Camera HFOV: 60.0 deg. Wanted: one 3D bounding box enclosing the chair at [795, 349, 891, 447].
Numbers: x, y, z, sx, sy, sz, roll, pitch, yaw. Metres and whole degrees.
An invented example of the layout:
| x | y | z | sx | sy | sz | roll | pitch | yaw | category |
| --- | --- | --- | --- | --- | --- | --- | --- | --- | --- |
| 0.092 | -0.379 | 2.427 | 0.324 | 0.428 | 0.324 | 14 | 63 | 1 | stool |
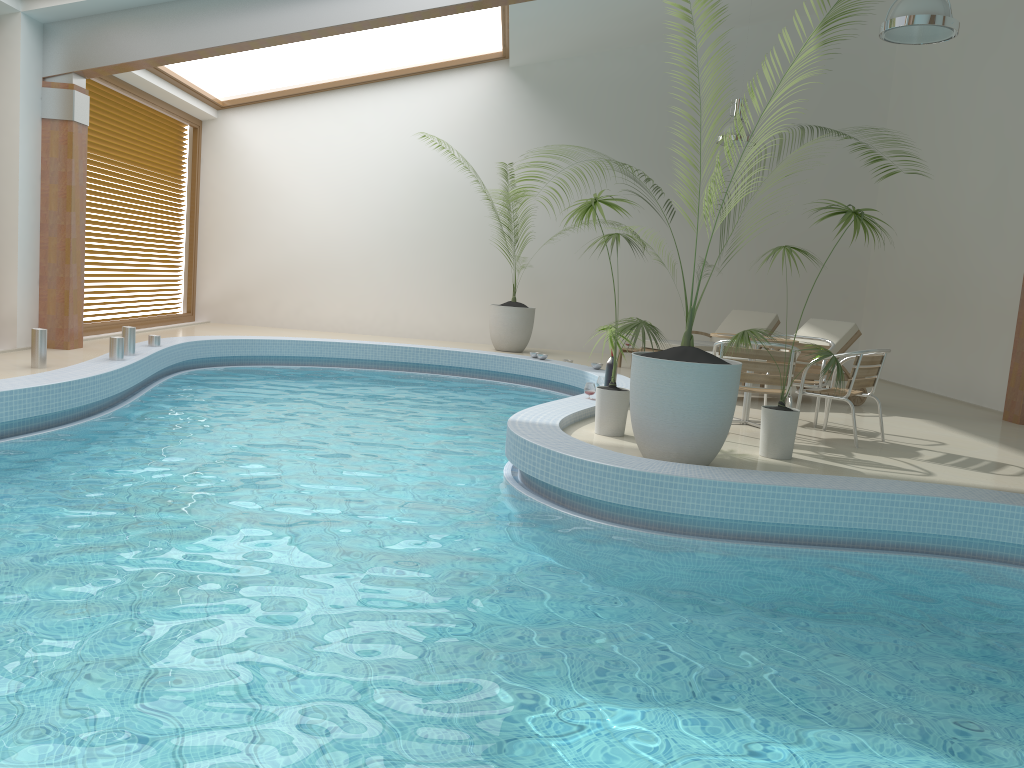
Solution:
| x | y | z | sx | sy | sz | roll | pitch | yaw | category |
| --- | --- | --- | --- | --- | --- | --- | --- | --- | --- |
| 2.566 | 0.059 | 6.896 | 0.563 | 0.727 | 0.618 | 11 | 9 | 41 | chair |

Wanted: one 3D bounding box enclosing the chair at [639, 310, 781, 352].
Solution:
| x | y | z | sx | sy | sz | roll | pitch | yaw | category |
| --- | --- | --- | --- | --- | --- | --- | --- | --- | --- |
| 2.526 | -0.508 | 11.084 | 1.903 | 0.866 | 0.861 | -1 | 9 | -38 | chair |

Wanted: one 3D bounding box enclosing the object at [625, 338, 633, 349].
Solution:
| x | y | z | sx | sy | sz | roll | pitch | yaw | category |
| --- | --- | --- | --- | --- | --- | --- | --- | --- | --- |
| 1.519 | -0.533 | 11.552 | 0.102 | 0.137 | 0.102 | 6 | 7 | 14 | object |

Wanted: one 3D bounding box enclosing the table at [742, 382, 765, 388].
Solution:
| x | y | z | sx | sy | sz | roll | pitch | yaw | category |
| --- | --- | --- | --- | --- | --- | --- | --- | --- | --- |
| 2.651 | -0.064 | 10.038 | 0.283 | 0.255 | 0.320 | 2 | 7 | -22 | table |

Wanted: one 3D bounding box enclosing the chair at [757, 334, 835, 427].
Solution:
| x | y | z | sx | sy | sz | roll | pitch | yaw | category |
| --- | --- | --- | --- | --- | --- | --- | --- | --- | --- |
| 2.444 | -0.053 | 7.755 | 0.618 | 0.727 | 0.563 | 9 | 8 | 32 | chair |

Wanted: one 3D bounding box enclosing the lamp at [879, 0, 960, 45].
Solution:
| x | y | z | sx | sy | sz | roll | pitch | yaw | category |
| --- | --- | --- | --- | --- | --- | --- | --- | --- | --- |
| 2.870 | -3.369 | 5.984 | 0.506 | 1.958 | 0.505 | 4 | 7 | -1 | lamp |

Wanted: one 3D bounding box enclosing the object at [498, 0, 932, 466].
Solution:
| x | y | z | sx | sy | sz | roll | pitch | yaw | category |
| --- | --- | --- | --- | --- | --- | --- | --- | --- | --- |
| 1.097 | -1.014 | 5.469 | 2.979 | 2.960 | 2.729 | 7 | 7 | 17 | object |

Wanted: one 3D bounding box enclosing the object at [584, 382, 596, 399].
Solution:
| x | y | z | sx | sy | sz | roll | pitch | yaw | category |
| --- | --- | --- | --- | --- | --- | --- | --- | --- | --- |
| 0.660 | 0.057 | 7.515 | 0.102 | 0.137 | 0.102 | 6 | 7 | 8 | object |

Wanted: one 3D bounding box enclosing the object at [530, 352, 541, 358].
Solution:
| x | y | z | sx | sy | sz | roll | pitch | yaw | category |
| --- | --- | --- | --- | --- | --- | --- | --- | --- | --- |
| 0.288 | -0.358 | 11.038 | 0.140 | 0.069 | 0.140 | 0 | 8 | -31 | object |

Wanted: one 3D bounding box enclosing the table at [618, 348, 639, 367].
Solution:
| x | y | z | sx | sy | sz | roll | pitch | yaw | category |
| --- | --- | --- | --- | --- | --- | --- | --- | --- | --- |
| 1.591 | -0.326 | 11.526 | 0.283 | 0.255 | 0.320 | -1 | 9 | -38 | table |

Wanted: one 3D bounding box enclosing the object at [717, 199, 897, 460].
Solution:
| x | y | z | sx | sy | sz | roll | pitch | yaw | category |
| --- | --- | --- | --- | --- | --- | --- | --- | --- | --- |
| 1.908 | -0.351 | 5.851 | 1.059 | 1.695 | 0.791 | 9 | 8 | 35 | object |

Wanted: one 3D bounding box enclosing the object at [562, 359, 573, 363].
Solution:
| x | y | z | sx | sy | sz | roll | pitch | yaw | category |
| --- | --- | --- | --- | --- | --- | --- | --- | --- | --- |
| 0.705 | -0.270 | 11.248 | 0.140 | 0.069 | 0.140 | 0 | 8 | -31 | object |

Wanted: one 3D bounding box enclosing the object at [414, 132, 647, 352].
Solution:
| x | y | z | sx | sy | sz | roll | pitch | yaw | category |
| --- | --- | --- | --- | --- | --- | --- | --- | --- | --- |
| 0.242 | -1.921 | 12.513 | 2.979 | 2.960 | 2.729 | 0 | 8 | -36 | object |

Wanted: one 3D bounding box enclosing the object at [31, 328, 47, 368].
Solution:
| x | y | z | sx | sy | sz | roll | pitch | yaw | category |
| --- | --- | --- | --- | --- | --- | --- | --- | --- | --- |
| -3.902 | -0.295 | 7.317 | 0.115 | 0.320 | 0.115 | -1 | 9 | -41 | object |

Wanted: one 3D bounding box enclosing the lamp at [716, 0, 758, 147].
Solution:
| x | y | z | sx | sy | sz | roll | pitch | yaw | category |
| --- | --- | --- | --- | --- | --- | --- | --- | --- | --- |
| 2.866 | -3.956 | 10.910 | 0.506 | 1.958 | 0.505 | 4 | 7 | -1 | lamp |

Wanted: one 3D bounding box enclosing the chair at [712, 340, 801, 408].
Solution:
| x | y | z | sx | sy | sz | roll | pitch | yaw | category |
| --- | --- | --- | --- | --- | --- | --- | --- | --- | --- |
| 1.789 | 0.029 | 6.622 | 0.618 | 0.727 | 0.563 | 6 | 7 | 12 | chair |

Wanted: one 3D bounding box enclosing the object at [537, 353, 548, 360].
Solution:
| x | y | z | sx | sy | sz | roll | pitch | yaw | category |
| --- | --- | --- | --- | --- | --- | --- | --- | --- | --- |
| 0.372 | -0.332 | 10.877 | 0.140 | 0.069 | 0.140 | 0 | 8 | -31 | object |

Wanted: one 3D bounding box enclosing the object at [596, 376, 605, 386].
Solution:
| x | y | z | sx | sy | sz | roll | pitch | yaw | category |
| --- | --- | --- | --- | --- | --- | --- | --- | --- | --- |
| 0.825 | -0.004 | 8.132 | 0.102 | 0.137 | 0.102 | 6 | 7 | 8 | object |

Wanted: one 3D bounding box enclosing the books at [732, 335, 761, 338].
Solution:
| x | y | z | sx | sy | sz | roll | pitch | yaw | category |
| --- | --- | --- | --- | --- | --- | --- | --- | --- | --- |
| 1.899 | -0.384 | 7.147 | 0.166 | 0.004 | 0.241 | 10 | 9 | 40 | books |

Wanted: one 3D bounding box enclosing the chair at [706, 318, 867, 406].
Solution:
| x | y | z | sx | sy | sz | roll | pitch | yaw | category |
| --- | --- | --- | --- | --- | --- | --- | --- | --- | --- |
| 2.729 | -0.281 | 9.322 | 1.903 | 0.866 | 0.861 | 2 | 7 | -22 | chair |

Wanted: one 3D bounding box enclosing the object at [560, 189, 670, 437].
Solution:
| x | y | z | sx | sy | sz | roll | pitch | yaw | category |
| --- | --- | --- | --- | --- | --- | --- | --- | --- | --- |
| 0.676 | -0.494 | 6.227 | 0.791 | 1.695 | 1.059 | 3 | 7 | -13 | object |

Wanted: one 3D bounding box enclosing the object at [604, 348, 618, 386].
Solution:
| x | y | z | sx | sy | sz | roll | pitch | yaw | category |
| --- | --- | --- | --- | --- | --- | --- | --- | --- | --- |
| 0.872 | -0.111 | 7.789 | 0.109 | 0.435 | 0.109 | 9 | 8 | 34 | object |

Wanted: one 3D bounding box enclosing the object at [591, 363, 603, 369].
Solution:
| x | y | z | sx | sy | sz | roll | pitch | yaw | category |
| --- | --- | --- | --- | --- | --- | --- | --- | --- | --- |
| 0.976 | -0.203 | 10.198 | 0.140 | 0.069 | 0.140 | 0 | 8 | -31 | object |

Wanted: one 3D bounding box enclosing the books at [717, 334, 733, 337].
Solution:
| x | y | z | sx | sy | sz | roll | pitch | yaw | category |
| --- | --- | --- | --- | --- | --- | --- | --- | --- | --- |
| 1.782 | -0.389 | 7.146 | 0.166 | 0.004 | 0.241 | 10 | 9 | 40 | books |

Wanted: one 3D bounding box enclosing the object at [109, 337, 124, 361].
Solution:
| x | y | z | sx | sy | sz | roll | pitch | yaw | category |
| --- | --- | --- | --- | --- | --- | --- | --- | --- | --- |
| -3.383 | -0.303 | 7.590 | 0.115 | 0.194 | 0.115 | 10 | 9 | 40 | object |

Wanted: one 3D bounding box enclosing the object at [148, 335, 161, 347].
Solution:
| x | y | z | sx | sy | sz | roll | pitch | yaw | category |
| --- | --- | --- | --- | --- | --- | --- | --- | --- | --- |
| -3.601 | -0.436 | 8.930 | 0.115 | 0.107 | 0.115 | -1 | 9 | -41 | object |

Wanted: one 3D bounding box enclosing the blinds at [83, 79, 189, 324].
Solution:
| x | y | z | sx | sy | sz | roll | pitch | yaw | category |
| --- | --- | --- | --- | --- | --- | --- | --- | --- | --- |
| -5.019 | -2.192 | 11.312 | 0.095 | 2.921 | 4.414 | 4 | 7 | -1 | blinds |

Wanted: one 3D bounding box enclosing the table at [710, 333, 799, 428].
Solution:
| x | y | z | sx | sy | sz | roll | pitch | yaw | category |
| --- | --- | --- | --- | --- | --- | --- | --- | --- | --- |
| 1.948 | -0.026 | 7.278 | 0.700 | 0.720 | 0.700 | 7 | 7 | 19 | table |

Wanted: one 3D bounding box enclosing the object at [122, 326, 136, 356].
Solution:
| x | y | z | sx | sy | sz | roll | pitch | yaw | category |
| --- | --- | --- | --- | --- | --- | --- | --- | --- | --- |
| -3.463 | -0.389 | 8.008 | 0.115 | 0.254 | 0.115 | 10 | 9 | 40 | object |

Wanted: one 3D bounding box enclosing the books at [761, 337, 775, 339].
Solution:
| x | y | z | sx | sy | sz | roll | pitch | yaw | category |
| --- | --- | --- | --- | --- | --- | --- | --- | --- | --- |
| 2.004 | -0.372 | 7.149 | 0.166 | 0.004 | 0.241 | 10 | 9 | 40 | books |
